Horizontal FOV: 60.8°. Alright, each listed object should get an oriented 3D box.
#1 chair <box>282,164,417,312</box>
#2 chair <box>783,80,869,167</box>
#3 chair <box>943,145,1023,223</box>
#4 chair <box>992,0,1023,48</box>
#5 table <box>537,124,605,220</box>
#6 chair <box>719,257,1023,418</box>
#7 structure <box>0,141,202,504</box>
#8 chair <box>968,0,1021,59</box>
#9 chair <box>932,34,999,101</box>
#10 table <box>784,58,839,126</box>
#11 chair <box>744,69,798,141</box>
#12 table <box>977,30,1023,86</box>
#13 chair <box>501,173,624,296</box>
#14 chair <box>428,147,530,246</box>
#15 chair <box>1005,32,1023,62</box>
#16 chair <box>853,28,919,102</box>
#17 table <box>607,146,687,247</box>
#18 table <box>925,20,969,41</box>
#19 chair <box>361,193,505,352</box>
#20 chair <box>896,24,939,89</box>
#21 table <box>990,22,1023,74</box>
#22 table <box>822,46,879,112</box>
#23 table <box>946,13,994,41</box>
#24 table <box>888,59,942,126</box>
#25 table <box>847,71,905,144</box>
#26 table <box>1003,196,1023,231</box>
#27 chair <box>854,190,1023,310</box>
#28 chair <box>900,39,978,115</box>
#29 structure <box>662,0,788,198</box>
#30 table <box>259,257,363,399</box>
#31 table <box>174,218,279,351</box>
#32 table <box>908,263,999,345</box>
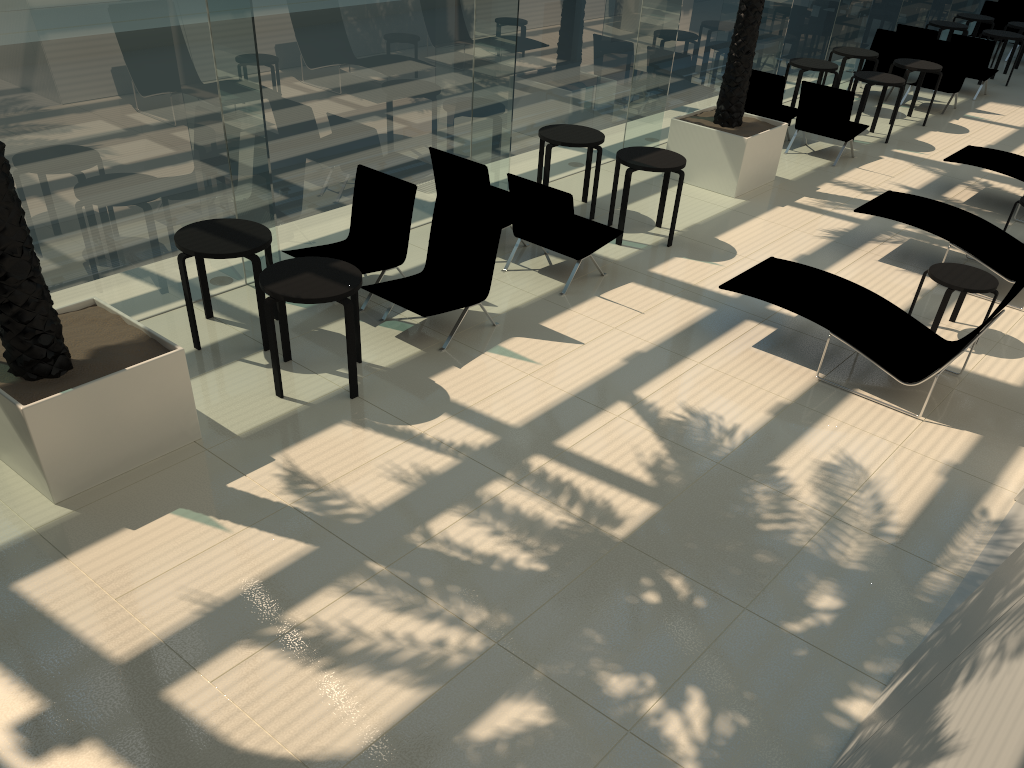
[{"bbox_3d":[-1.344,-1.199,7.250,0.689,0.962,0.846,29,42,30],"label":"chair"},{"bbox_3d":[4.170,-3.456,11.348,0.689,0.962,0.846,29,42,30],"label":"chair"},{"bbox_3d":[6.121,-2.536,9.912,1.963,1.254,0.878,27,41,29],"label":"chair"},{"bbox_3d":[10.746,-7.759,18.676,0.689,0.962,0.846,29,42,30],"label":"chair"},{"bbox_3d":[0.586,-2.213,9.135,0.678,0.846,0.624,-4,36,-11],"label":"table"},{"bbox_3d":[2.733,-0.694,6.705,1.963,1.254,0.878,27,41,29],"label":"chair"},{"bbox_3d":[-2.699,-2.654,3.260,4.416,7.595,4.455,14,37,13],"label":"structure"},{"bbox_3d":[9.626,-7.162,17.634,0.689,0.962,0.846,29,42,30],"label":"chair"},{"bbox_3d":[7.790,-5.424,14.774,0.689,0.962,0.846,29,42,30],"label":"chair"},{"bbox_3d":[4.260,-4.210,12.613,0.678,0.846,0.624,-4,36,-11],"label":"table"},{"bbox_3d":[3.458,-3.798,11.779,0.689,0.962,0.846,29,42,30],"label":"chair"},{"bbox_3d":[8.637,-5.832,15.607,0.678,0.846,0.624,-4,36,-11],"label":"table"},{"bbox_3d":[0.479,-1.450,7.854,0.689,0.962,0.846,29,42,30],"label":"chair"},{"bbox_3d":[-0.232,-1.792,8.285,0.689,0.962,0.846,29,42,30],"label":"chair"},{"bbox_3d":[10.337,-6.820,17.203,0.689,0.962,0.846,29,42,30],"label":"chair"},{"bbox_3d":[5.967,-5.173,14.170,0.689,0.962,0.846,29,42,30],"label":"chair"},{"bbox_3d":[1.325,-1.858,8.687,0.678,0.846,0.624,-4,36,-11],"label":"table"},{"bbox_3d":[7.897,-6.187,16.055,0.678,0.846,0.624,-4,36,-11],"label":"table"},{"bbox_3d":[-0.633,-0.857,6.819,0.689,0.962,0.846,29,42,30],"label":"chair"},{"bbox_3d":[7.079,-5.766,15.205,0.689,0.962,0.846,29,42,30],"label":"chair"},{"bbox_3d":[9.594,-6.345,16.503,0.680,0.846,0.623,-1,35,-8],"label":"table"},{"bbox_3d":[5.195,-4.711,13.487,0.680,0.846,0.623,-1,35,-8],"label":"table"},{"bbox_3d":[8.855,-6.700,16.951,0.680,0.846,0.623,-1,35,-8],"label":"table"},{"bbox_3d":[5.935,-4.356,13.039,0.680,0.846,0.623,-1,35,-8],"label":"table"},{"bbox_3d":[5.000,-3.855,12.165,0.678,0.846,0.624,-4,36,-11],"label":"table"},{"bbox_3d":[5.479,-1.613,9.079,0.554,0.561,0.507,-1,35,-8],"label":"table"},{"bbox_3d":[4.453,-1.629,8.333,1.963,1.254,0.878,27,41,29],"label":"chair"},{"bbox_3d":[6.678,-4.831,13.739,0.689,0.962,0.846,29,42,30],"label":"chair"},{"bbox_3d":[2.603,-5.515,8.246,4.691,7.595,4.199,23,40,25],"label":"structure"},{"bbox_3d":[-1.376,-0.382,6.119,0.680,0.846,0.622,1,35,-4],"label":"table"},{"bbox_3d":[-2.116,-0.737,6.567,0.680,0.846,0.622,1,35,-4],"label":"table"},{"bbox_3d":[3.759,-0.678,7.451,0.554,0.561,0.507,-1,35,-8],"label":"table"}]
